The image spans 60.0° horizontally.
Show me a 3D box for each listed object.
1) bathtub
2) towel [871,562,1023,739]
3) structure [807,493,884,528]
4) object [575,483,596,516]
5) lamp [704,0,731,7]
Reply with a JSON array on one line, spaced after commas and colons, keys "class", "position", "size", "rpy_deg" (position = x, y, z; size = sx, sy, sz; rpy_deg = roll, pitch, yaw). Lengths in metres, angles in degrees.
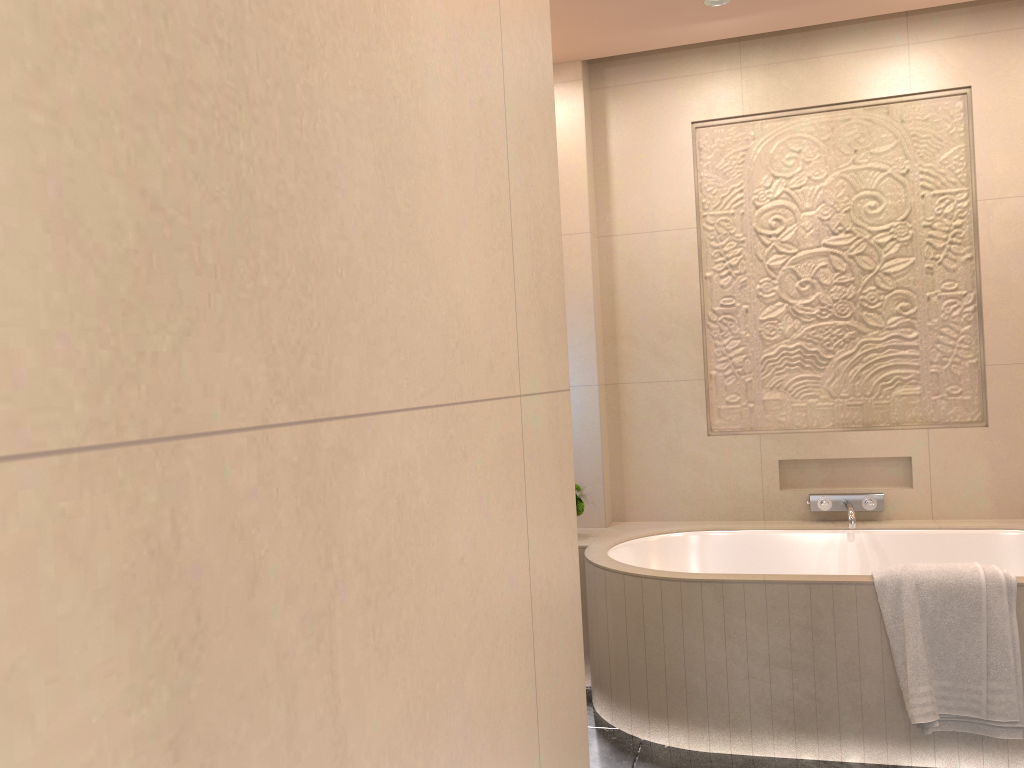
[{"class": "bathtub", "position": [1.224, 0.833, 3.088], "size": [2.662, 0.540, 1.060], "rpy_deg": [-3, 0, 16]}, {"class": "towel", "position": [1.262, 0.753, 2.595], "size": [0.374, 0.463, 0.453], "rpy_deg": [-3, 0, 18]}, {"class": "structure", "position": [1.313, 0.494, 3.473], "size": [0.290, 0.097, 0.259], "rpy_deg": [-3, 0, 16]}, {"class": "object", "position": [0.204, 0.488, 3.533], "size": [0.229, 0.252, 0.197], "rpy_deg": [-3, 0, -32]}, {"class": "lamp", "position": [0.736, -1.408, 3.182], "size": [0.097, 0.069, 0.097], "rpy_deg": [-3, 0, 33]}]
